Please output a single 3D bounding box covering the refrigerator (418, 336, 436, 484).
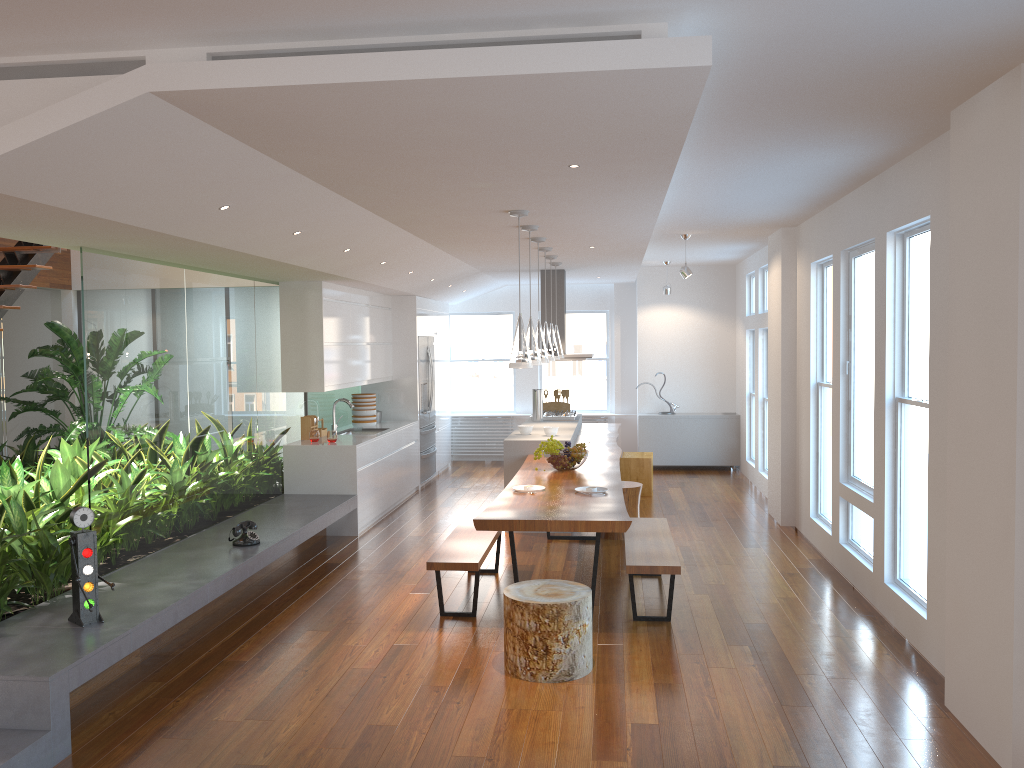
[{"bbox_3d":[-1.317,0.307,10.882,0.725,1.772,0.908,0,3,7],"label":"refrigerator"}]

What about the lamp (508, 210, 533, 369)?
[{"bbox_3d":[0.049,-0.630,5.615,0.160,1.060,0.160,1,3,34],"label":"lamp"}]

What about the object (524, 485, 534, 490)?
[{"bbox_3d":[0.114,0.702,5.981,0.070,0.030,0.079,-2,3,-30],"label":"object"}]

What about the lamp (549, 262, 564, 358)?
[{"bbox_3d":[0.459,-0.797,9.203,0.160,1.060,0.160,1,3,34],"label":"lamp"}]

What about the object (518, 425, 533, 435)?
[{"bbox_3d":[0.129,0.438,8.417,0.152,0.082,0.152,-3,4,-44],"label":"object"}]

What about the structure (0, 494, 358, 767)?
[{"bbox_3d":[-3.146,1.284,5.938,3.088,0.386,5.584,0,3,7],"label":"structure"}]

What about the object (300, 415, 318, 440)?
[{"bbox_3d":[-1.929,0.414,8.447,0.104,0.222,0.200,0,3,7],"label":"object"}]

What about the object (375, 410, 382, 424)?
[{"bbox_3d":[-1.610,0.353,10.105,0.284,0.196,0.265,-3,3,-41],"label":"object"}]

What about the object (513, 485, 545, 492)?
[{"bbox_3d":[0.114,0.708,5.981,0.222,0.020,0.222,-3,4,-43],"label":"object"}]

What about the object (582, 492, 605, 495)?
[{"bbox_3d":[0.529,0.711,5.779,0.158,0.017,0.019,-1,3,2],"label":"object"}]

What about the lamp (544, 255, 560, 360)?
[{"bbox_3d":[0.377,-0.764,8.485,0.160,1.060,0.160,1,3,34],"label":"lamp"}]

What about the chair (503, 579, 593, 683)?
[{"bbox_3d":[0.188,1.279,4.636,0.460,0.400,0.460,0,3,16],"label":"chair"}]

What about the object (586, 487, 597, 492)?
[{"bbox_3d":[0.527,0.701,5.885,0.070,0.030,0.079,-3,3,-40],"label":"object"}]

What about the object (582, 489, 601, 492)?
[{"bbox_3d":[0.527,0.712,5.886,0.124,0.011,0.124,-1,3,-11],"label":"object"}]

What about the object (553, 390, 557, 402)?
[{"bbox_3d":[0.530,0.212,10.709,0.061,0.299,0.040,-1,3,4],"label":"object"}]

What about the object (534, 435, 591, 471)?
[{"bbox_3d":[0.396,0.535,6.937,0.394,0.284,0.292,-2,3,-29],"label":"object"}]

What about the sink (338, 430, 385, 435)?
[{"bbox_3d":[-1.548,0.606,9.134,0.449,0.192,0.666,0,3,7],"label":"sink"}]

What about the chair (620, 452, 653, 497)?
[{"bbox_3d":[1.403,1.010,9.956,0.344,0.430,0.549,0,3,10],"label":"chair"}]

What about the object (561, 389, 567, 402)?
[{"bbox_3d":[0.625,0.213,10.681,0.068,0.298,0.039,0,3,7],"label":"object"}]

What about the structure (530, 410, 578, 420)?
[{"bbox_3d":[0.493,0.356,10.261,0.520,0.073,0.650,0,3,7],"label":"structure"}]

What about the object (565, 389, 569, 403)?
[{"bbox_3d":[0.664,0.212,10.694,0.057,0.294,0.030,0,3,6],"label":"object"}]

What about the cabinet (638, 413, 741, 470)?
[{"bbox_3d":[2.345,0.761,11.813,1.309,0.725,0.420,0,3,7],"label":"cabinet"}]

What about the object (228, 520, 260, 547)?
[{"bbox_3d":[-1.803,0.998,5.948,0.216,0.155,0.181,-2,3,-29],"label":"object"}]

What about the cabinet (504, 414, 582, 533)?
[{"bbox_3d":[0.392,0.849,9.368,0.597,0.832,2.936,0,3,7],"label":"cabinet"}]

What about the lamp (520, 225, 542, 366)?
[{"bbox_3d":[0.131,-0.664,6.333,0.160,1.060,0.160,1,3,34],"label":"lamp"}]

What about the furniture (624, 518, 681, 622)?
[{"bbox_3d":[0.910,1.223,5.900,0.316,0.389,1.433,0,3,7],"label":"furniture"}]

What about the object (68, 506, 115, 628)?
[{"bbox_3d":[-2.016,0.876,4.238,0.318,0.565,0.134,2,4,43],"label":"object"}]

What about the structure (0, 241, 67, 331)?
[{"bbox_3d":[-3.306,-0.828,6.526,2.552,4.265,4.591,0,3,7],"label":"structure"}]

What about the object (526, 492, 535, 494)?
[{"bbox_3d":[0.085,0.718,5.849,0.149,0.014,0.044,0,3,5],"label":"object"}]

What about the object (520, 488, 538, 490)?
[{"bbox_3d":[0.114,0.712,5.981,0.124,0.011,0.124,1,3,28],"label":"object"}]

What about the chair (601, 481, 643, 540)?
[{"bbox_3d":[0.947,1.107,7.781,0.396,0.455,0.402,-1,3,-3],"label":"chair"}]

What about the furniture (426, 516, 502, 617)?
[{"bbox_3d":[-0.275,1.231,6.036,0.316,0.389,1.433,0,3,7],"label":"furniture"}]

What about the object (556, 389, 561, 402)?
[{"bbox_3d":[0.562,0.213,10.685,0.057,0.299,0.019,0,3,7],"label":"object"}]

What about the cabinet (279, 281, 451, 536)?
[{"bbox_3d":[-1.458,0.127,10.142,0.676,2.280,4.565,0,3,7],"label":"cabinet"}]

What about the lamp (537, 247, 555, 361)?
[{"bbox_3d":[0.295,-0.730,7.768,0.160,1.060,0.160,1,3,34],"label":"lamp"}]

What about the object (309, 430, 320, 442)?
[{"bbox_3d":[-1.818,0.480,8.164,0.094,0.106,0.094,0,3,12],"label":"object"}]

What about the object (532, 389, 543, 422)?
[{"bbox_3d":[0.297,0.236,9.816,0.172,0.356,0.120,-3,3,-35],"label":"object"}]

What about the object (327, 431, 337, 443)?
[{"bbox_3d":[-1.643,0.481,8.097,0.094,0.106,0.094,0,3,12],"label":"object"}]

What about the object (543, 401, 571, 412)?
[{"bbox_3d":[0.529,0.291,10.702,0.353,0.157,0.084,0,3,7],"label":"object"}]

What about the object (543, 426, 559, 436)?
[{"bbox_3d":[0.363,0.442,8.265,0.152,0.082,0.152,-2,3,-33],"label":"object"}]

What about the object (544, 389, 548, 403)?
[{"bbox_3d":[0.411,0.212,10.723,0.055,0.299,0.027,0,3,7],"label":"object"}]

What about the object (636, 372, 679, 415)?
[{"bbox_3d":[1.951,0.122,11.784,0.590,0.563,0.210,-2,3,-22],"label":"object"}]

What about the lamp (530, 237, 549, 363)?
[{"bbox_3d":[0.213,-0.697,7.050,0.160,1.060,0.160,1,3,34],"label":"lamp"}]

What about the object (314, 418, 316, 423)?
[{"bbox_3d":[-1.886,0.420,8.477,0.040,0.192,0.042,-2,3,-33],"label":"object"}]

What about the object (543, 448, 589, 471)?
[{"bbox_3d":[0.420,0.599,6.923,0.360,0.159,0.360,-2,3,-30],"label":"object"}]

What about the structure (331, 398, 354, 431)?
[{"bbox_3d":[-1.740,0.410,9.175,0.248,0.536,0.115,0,3,7],"label":"structure"}]

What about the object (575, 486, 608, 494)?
[{"bbox_3d":[0.527,0.707,5.886,0.222,0.020,0.222,-1,3,-1],"label":"object"}]

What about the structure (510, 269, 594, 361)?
[{"bbox_3d":[0.476,-0.972,10.173,0.909,1.405,0.900,0,3,7],"label":"structure"}]

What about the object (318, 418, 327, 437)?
[{"bbox_3d":[-1.886,0.428,8.692,0.100,0.170,0.173,0,3,8],"label":"object"}]

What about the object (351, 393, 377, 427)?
[{"bbox_3d":[-1.622,0.288,9.715,0.267,0.356,0.266,1,3,32],"label":"object"}]

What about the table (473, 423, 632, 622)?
[{"bbox_3d":[0.567,0.974,7.947,0.893,0.704,5.996,0,3,7],"label":"table"}]
